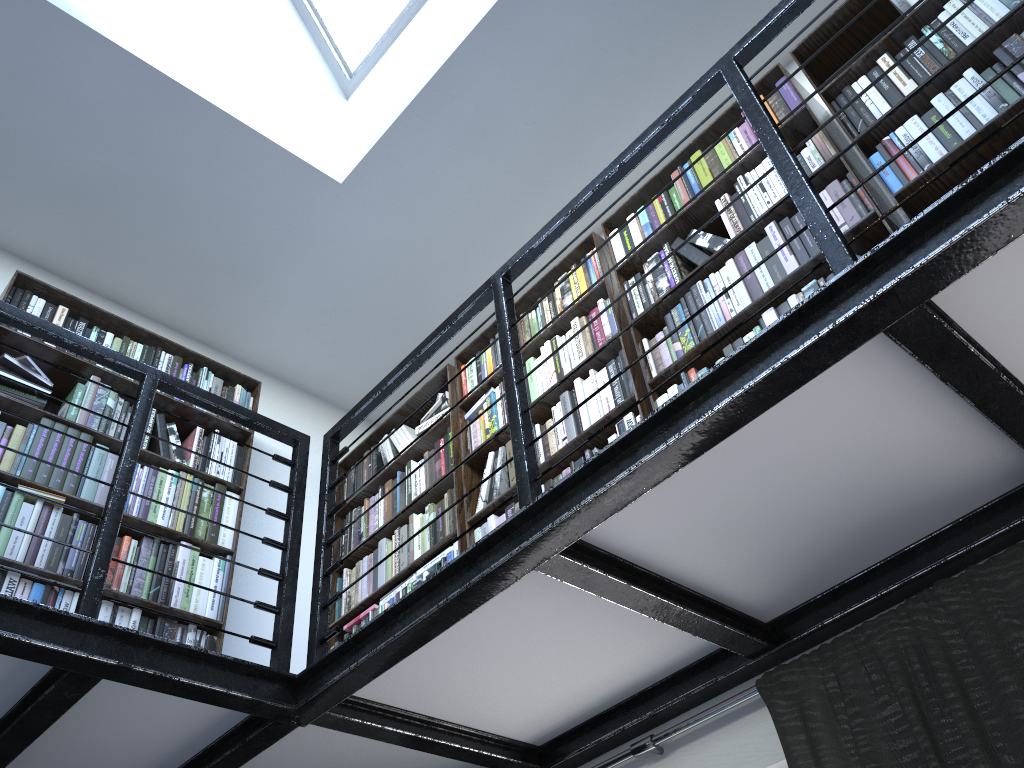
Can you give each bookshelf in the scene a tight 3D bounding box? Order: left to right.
[{"bbox_3d":[-0.222,-0.796,2.000,3.062,1.648,4.426,30,-55,-32],"label":"bookshelf"}]

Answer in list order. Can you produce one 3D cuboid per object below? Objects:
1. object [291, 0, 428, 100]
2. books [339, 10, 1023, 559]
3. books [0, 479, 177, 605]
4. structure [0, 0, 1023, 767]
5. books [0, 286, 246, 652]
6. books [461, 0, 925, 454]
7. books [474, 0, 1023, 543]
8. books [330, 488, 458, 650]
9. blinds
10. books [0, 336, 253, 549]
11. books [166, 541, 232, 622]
[{"bbox_3d":[-0.479,-2.405,3.545,1.175,0.646,2.197,30,-56,-32],"label":"object"},{"bbox_3d":[0.781,-0.280,2.750,0.240,1.424,4.392,30,-56,-32],"label":"books"},{"bbox_3d":[-0.116,-0.805,2.106,1.160,1.432,4.336,30,-56,-32],"label":"books"},{"bbox_3d":[-0.634,0.096,0.421,4.576,3.420,4.439,29,-55,-31],"label":"structure"},{"bbox_3d":[-0.528,-1.015,1.837,2.185,1.437,4.330,30,-56,-32],"label":"books"},{"bbox_3d":[0.760,-0.487,2.970,0.211,0.844,2.608,30,-56,-32],"label":"books"},{"bbox_3d":[1.055,-0.382,2.482,0.238,1.144,3.355,30,-56,-32],"label":"books"},{"bbox_3d":[0.784,-0.287,2.760,0.225,1.440,4.387,30,-56,-32],"label":"books"},{"bbox_3d":[0.536,1.786,1.598,0.124,2.432,2.481,30,-56,-32],"label":"blinds"},{"bbox_3d":[-1.934,0.141,2.824,2.188,1.451,0.311,29,-55,-31],"label":"books"},{"bbox_3d":[-0.297,-0.790,1.903,1.584,1.162,4.289,30,-56,-32],"label":"books"}]
